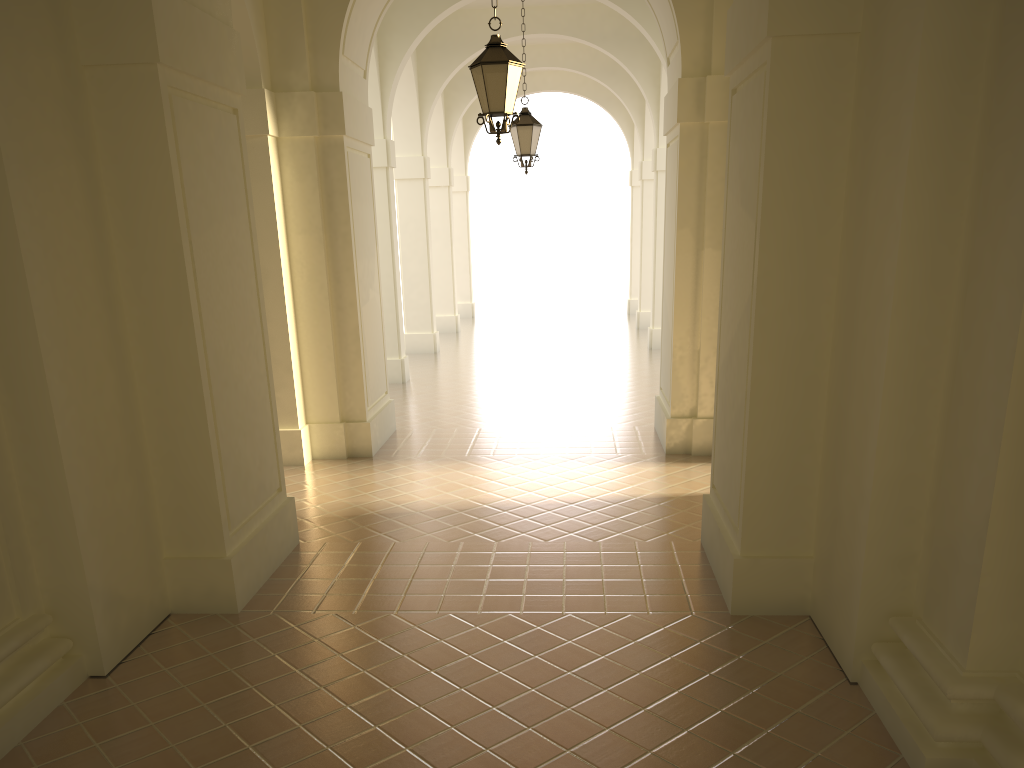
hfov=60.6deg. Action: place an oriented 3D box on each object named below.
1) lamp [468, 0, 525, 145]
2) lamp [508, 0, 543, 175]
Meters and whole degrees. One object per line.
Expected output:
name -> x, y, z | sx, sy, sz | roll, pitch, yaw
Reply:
lamp -> -0.164, -3.816, 7.434 | 0.438, 3.467, 0.492 | -10, 20, -25
lamp -> 0.165, -4.688, 12.202 | 0.510, 3.467, 0.422 | 0, 18, 4
